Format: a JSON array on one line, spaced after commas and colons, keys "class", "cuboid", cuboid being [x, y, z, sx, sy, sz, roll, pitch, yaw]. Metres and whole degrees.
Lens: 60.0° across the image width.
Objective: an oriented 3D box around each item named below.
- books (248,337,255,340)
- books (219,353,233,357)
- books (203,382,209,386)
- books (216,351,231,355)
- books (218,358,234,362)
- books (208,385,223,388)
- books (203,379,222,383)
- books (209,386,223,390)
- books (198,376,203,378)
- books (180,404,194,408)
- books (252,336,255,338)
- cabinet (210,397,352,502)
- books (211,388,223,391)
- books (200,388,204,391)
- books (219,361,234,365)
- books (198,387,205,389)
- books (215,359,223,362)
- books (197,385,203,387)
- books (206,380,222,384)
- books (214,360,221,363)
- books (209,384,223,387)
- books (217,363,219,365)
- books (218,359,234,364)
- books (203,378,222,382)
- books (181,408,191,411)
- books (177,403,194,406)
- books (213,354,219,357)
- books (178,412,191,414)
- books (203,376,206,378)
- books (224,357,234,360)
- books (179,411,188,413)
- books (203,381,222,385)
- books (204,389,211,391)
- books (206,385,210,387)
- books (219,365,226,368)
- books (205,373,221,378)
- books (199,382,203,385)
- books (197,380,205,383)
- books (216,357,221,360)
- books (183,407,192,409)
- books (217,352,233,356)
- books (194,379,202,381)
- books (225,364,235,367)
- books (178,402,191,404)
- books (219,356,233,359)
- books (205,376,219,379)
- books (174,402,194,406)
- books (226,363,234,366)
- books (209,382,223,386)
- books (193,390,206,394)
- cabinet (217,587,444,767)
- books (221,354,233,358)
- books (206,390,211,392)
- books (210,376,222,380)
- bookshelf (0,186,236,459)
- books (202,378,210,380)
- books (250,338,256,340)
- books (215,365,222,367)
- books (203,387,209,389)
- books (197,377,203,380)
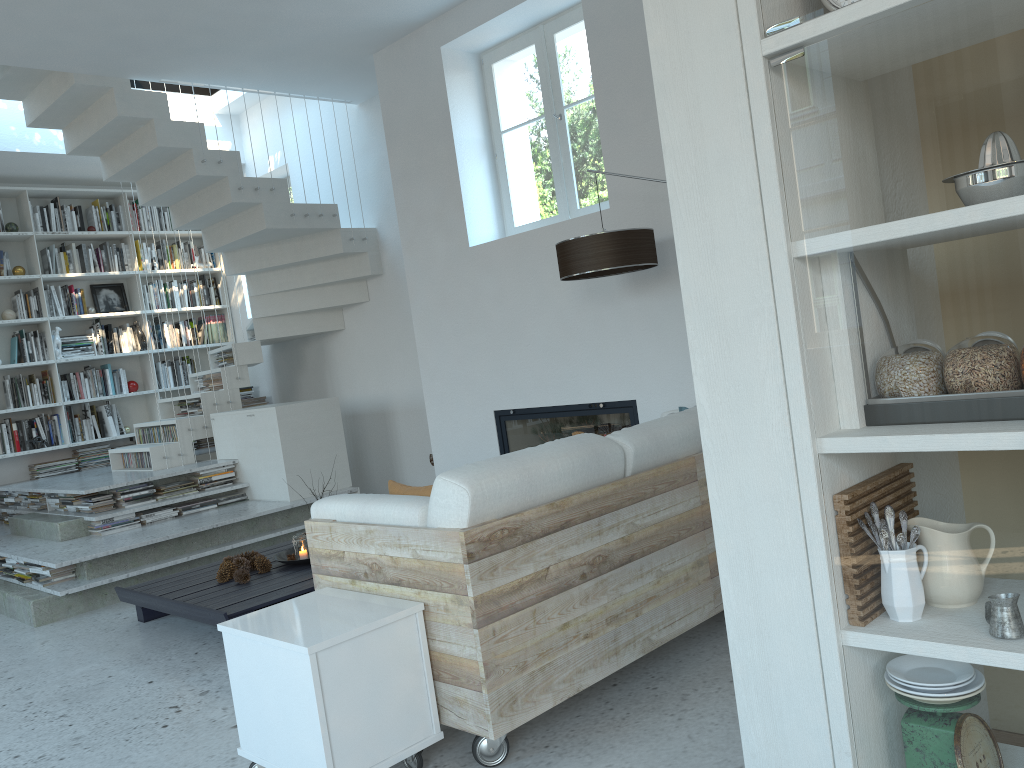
[{"class": "books", "cuboid": [-2.273, -0.430, 8.090, 0.184, 0.006, 0.262, -10, 3, -38]}, {"class": "books", "cuboid": [-2.377, -0.253, 7.568, 0.173, 0.009, 0.240, -10, 3, -35]}, {"class": "books", "cuboid": [-2.480, -0.022, 7.482, 0.178, 0.036, 0.222, -10, 3, -40]}, {"class": "books", "cuboid": [-2.511, -0.278, 7.834, 0.165, 0.014, 0.236, -9, 2, -27]}, {"class": "books", "cuboid": [-2.374, -0.212, 7.567, 0.186, 0.009, 0.261, -10, 3, -34]}, {"class": "books", "cuboid": [-2.368, 0.013, 7.286, 0.254, 0.007, 0.189, -9, 2, -17]}, {"class": "books", "cuboid": [-2.369, -0.037, 7.257, 0.295, 0.007, 0.146, -9, 2, -14]}, {"class": "books", "cuboid": [-2.364, 0.023, 7.276, 0.215, 0.013, 0.189, -9, 2, -12]}, {"class": "books", "cuboid": [-2.631, -0.074, 7.737, 0.180, 0.014, 0.157, -6, 3, 44]}, {"class": "books", "cuboid": [-2.744, 0.183, 7.629, 0.181, 0.022, 0.140, -6, 3, 39]}, {"class": "books", "cuboid": [-2.264, -0.444, 8.097, 0.150, 0.017, 0.288, -9, 2, -29]}, {"class": "cabinet", "cuboid": [-1.761, 0.494, 6.665, 0.550, 0.668, 0.993, -11, 3, -44]}, {"class": "books", "cuboid": [-2.363, 0.035, 7.282, 0.205, 0.012, 0.183, -9, 2, -17]}, {"class": "books", "cuboid": [-2.609, 0.033, 7.749, 0.288, 0.017, 0.136, -6, 3, 44]}, {"class": "books", "cuboid": [-2.377, -0.186, 7.564, 0.182, 0.013, 0.287, -9, 2, -30]}, {"class": "books", "cuboid": [-2.613, 0.019, 7.746, 0.254, 0.010, 0.138, -6, 3, 43]}, {"class": "books", "cuboid": [-2.508, -0.220, 7.833, 0.171, 0.011, 0.232, -10, 3, -33]}, {"class": "books", "cuboid": [-2.616, -0.002, 7.746, 0.297, 0.012, 0.145, -6, 3, 45]}, {"class": "books", "cuboid": [-2.371, -0.027, 7.272, 0.231, 0.011, 0.171, -8, 2, -8]}, {"class": "books", "cuboid": [-2.507, -0.211, 7.833, 0.170, 0.006, 0.268, -10, 3, -33]}, {"class": "books", "cuboid": [-2.366, 0.004, 7.272, 0.221, 0.011, 0.180, -9, 2, -13]}, {"class": "books", "cuboid": [-2.502, -0.189, 7.835, 0.166, 0.018, 0.264, -9, 2, -25]}, {"class": "books", "cuboid": [-2.379, -0.199, 7.563, 0.190, 0.014, 0.244, -9, 2, -31]}, {"class": "books", "cuboid": [-2.370, -0.044, 7.256, 0.295, 0.007, 0.146, -9, 2, -10]}, {"class": "books", "cuboid": [-2.740, 0.211, 7.630, 0.166, 0.015, 0.145, -6, 3, 40]}, {"class": "books", "cuboid": [-2.751, 0.168, 7.624, 0.208, 0.009, 0.159, -6, 3, 42]}, {"class": "books", "cuboid": [-2.517, -0.262, 7.829, 0.189, 0.015, 0.230, -9, 2, -30]}, {"class": "books", "cuboid": [-2.744, 0.236, 7.624, 0.216, 0.009, 0.158, -6, 3, 39]}, {"class": "books", "cuboid": [-2.497, -0.071, 7.490, 0.166, 0.017, 0.190, -10, 3, -42]}, {"class": "books", "cuboid": [-2.367, -0.225, 7.573, 0.154, 0.014, 0.196, -9, 2, -31]}, {"class": "books", "cuboid": [-2.748, 0.226, 7.621, 0.158, 0.012, 0.225, -10, 3, -36]}, {"class": "books", "cuboid": [-2.367, -0.019, 7.258, 0.295, 0.006, 0.146, -9, 2, -10]}, {"class": "books", "cuboid": [-2.500, 0.037, 7.516, 0.183, 0.016, 0.128, -10, 3, -37]}, {"class": "books", "cuboid": [-2.495, 0.008, 7.505, 0.139, 0.013, 0.155, -10, 3, -42]}, {"class": "books", "cuboid": [-2.489, -0.167, 7.842, 0.149, 0.014, 0.228, -10, 3, -32]}, {"class": "books", "cuboid": [-2.378, -0.080, 7.265, 0.233, 0.025, 0.157, -8, 2, -7]}, {"class": "books", "cuboid": [-2.617, -0.017, 7.746, 0.231, 0.019, 0.143, -6, 3, 45]}, {"class": "books", "cuboid": [-2.623, -0.034, 7.741, 0.240, 0.017, 0.149, -6, 3, 44]}, {"class": "books", "cuboid": [-2.509, -0.236, 7.833, 0.168, 0.005, 0.292, -9, 2, -26]}, {"class": "books", "cuboid": [-2.736, 0.198, 7.635, 0.132, 0.010, 0.198, -10, 3, -40]}, {"class": "books", "cuboid": [-2.385, -0.262, 7.562, 0.191, 0.013, 0.243, -10, 3, -33]}, {"class": "books", "cuboid": [-2.636, -0.046, 7.729, 0.203, 0.011, 0.173, -6, 3, 41]}, {"class": "books", "cuboid": [-2.350, -0.163, 7.582, 0.135, 0.013, 0.258, -10, 3, -32]}, {"class": "books", "cuboid": [-2.752, 0.152, 7.624, 0.195, 0.012, 0.160, -6, 3, 43]}, {"class": "books", "cuboid": [-2.377, -0.234, 7.566, 0.176, 0.007, 0.254, -10, 3, -36]}, {"class": "books", "cuboid": [-2.374, -0.066, 7.258, 0.254, 0.005, 0.161, -9, 2, -12]}, {"class": "books", "cuboid": [-2.764, 0.163, 7.610, 0.188, 0.006, 0.198, -6, 3, 42]}, {"class": "books", "cuboid": [-2.351, -0.176, 7.581, 0.130, 0.014, 0.249, -9, 2, -31]}, {"class": "books", "cuboid": [-2.365, -0.009, 7.258, 0.214, 0.015, 0.138, -9, 2, -17]}, {"class": "books", "cuboid": [-2.624, 0.053, 7.732, 0.287, 0.018, 0.190, -6, 3, 45]}, {"class": "cabinet", "cuboid": [-0.523, 0.901, 2.561, 0.380, 0.487, 0.503, -11, 4, -44]}, {"class": "books", "cuboid": [-2.367, -0.245, 7.574, 0.144, 0.011, 0.257, -10, 3, -37]}, {"class": "books", "cuboid": [-2.496, 0.048, 7.514, 0.162, 0.007, 0.132, -10, 3, -35]}, {"class": "books", "cuboid": [-2.375, -0.055, 7.273, 0.184, 0.016, 0.179, -9, 2, -16]}, {"class": "bookshelf", "cuboid": [-5.046, 0.080, 6.708, 6.289, 3.144, 0.330, -10, 4, -44]}, {"class": "books", "cuboid": [-2.494, -0.057, 7.489, 0.218, 0.012, 0.156, -9, 2, -28]}, {"class": "books", "cuboid": [-2.268, -0.423, 8.093, 0.169, 0.010, 0.283, -9, 2, -29]}, {"class": "books", "cuboid": [-2.501, -0.176, 7.836, 0.176, 0.009, 0.275, -9, 2, -31]}, {"class": "books", "cuboid": [-2.483, 0.020, 7.493, 0.199, 0.014, 0.177, -10, 3, -40]}, {"class": "books", "cuboid": [-2.631, -0.059, 7.736, 0.180, 0.014, 0.157, -6, 3, 42]}]
